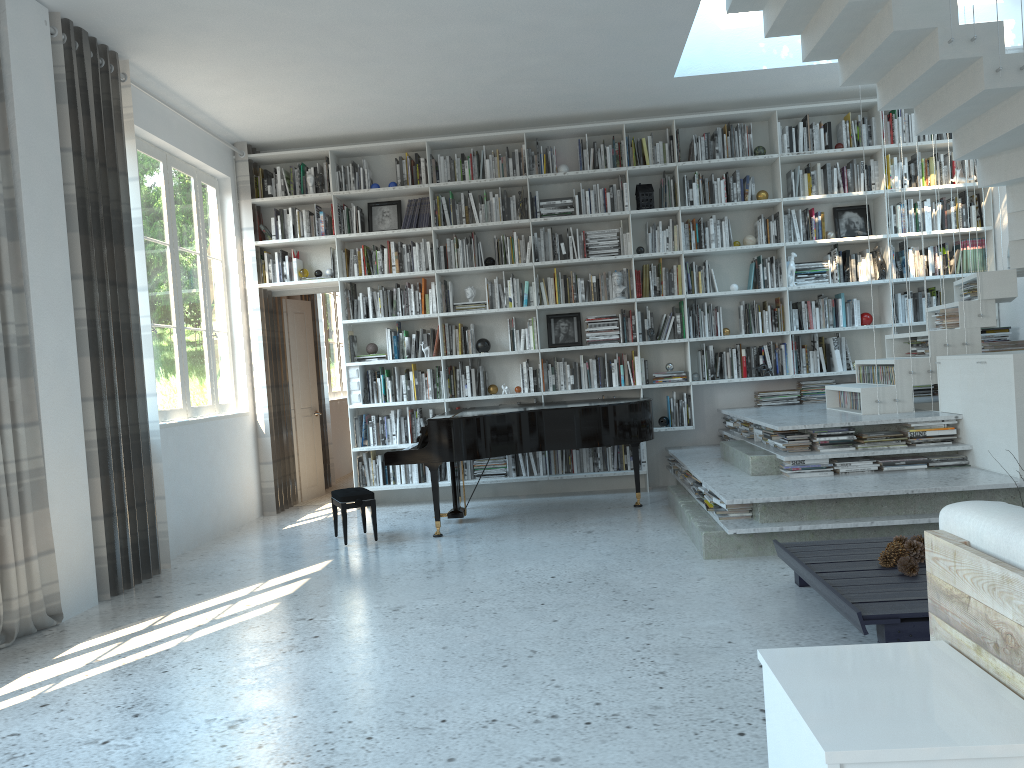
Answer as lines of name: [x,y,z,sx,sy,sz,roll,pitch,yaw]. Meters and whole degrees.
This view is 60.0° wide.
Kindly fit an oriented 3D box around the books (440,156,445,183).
books: [-0.593,-1.842,7.741,0.031,0.255,0.145,-4,1,4]

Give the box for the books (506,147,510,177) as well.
books: [-0.027,-1.897,7.699,0.013,0.285,0.159,-4,1,4]

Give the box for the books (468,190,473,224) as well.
books: [-0.363,-1.521,7.752,0.013,0.315,0.135,-4,2,4]

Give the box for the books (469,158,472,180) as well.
books: [-0.351,-1.840,7.719,0.011,0.216,0.160,-4,1,4]

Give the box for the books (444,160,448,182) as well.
books: [-0.565,-1.827,7.736,0.023,0.220,0.181,-4,1,4]

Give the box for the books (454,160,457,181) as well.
books: [-0.482,-1.826,7.730,0.015,0.207,0.166,-4,1,4]

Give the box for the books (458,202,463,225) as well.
books: [-0.439,-1.467,7.741,0.029,0.219,0.157,-4,1,4]

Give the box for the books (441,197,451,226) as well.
books: [-0.564,-1.486,7.757,0.067,0.274,0.168,-4,1,4]

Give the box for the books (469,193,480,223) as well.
books: [-0.320,-1.508,7.724,0.075,0.285,0.178,-4,1,4]

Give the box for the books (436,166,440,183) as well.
books: [-0.639,-1.803,7.755,0.024,0.183,0.133,-4,1,4]

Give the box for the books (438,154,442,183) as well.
books: [-0.619,-1.853,7.762,0.021,0.279,0.140,-4,1,4]

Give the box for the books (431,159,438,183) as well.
books: [-0.668,-1.828,7.741,0.029,0.237,0.156,-4,1,4]

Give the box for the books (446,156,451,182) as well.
books: [-0.543,-1.844,7.737,0.023,0.251,0.170,-4,1,4]

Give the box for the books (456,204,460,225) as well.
books: [-0.464,-1.457,7.750,0.024,0.201,0.153,-4,1,4]

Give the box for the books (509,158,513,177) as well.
books: [-0.003,-1.848,7.693,0.031,0.185,0.176,-4,1,4]

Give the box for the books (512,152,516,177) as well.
books: [0.024,-1.876,7.700,0.026,0.237,0.149,-4,1,4]

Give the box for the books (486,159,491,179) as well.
books: [-0.199,-1.837,7.712,0.031,0.190,0.181,-4,1,4]

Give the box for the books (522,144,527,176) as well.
books: [0.117,-1.909,7.684,0.026,0.288,0.176,-4,1,4]

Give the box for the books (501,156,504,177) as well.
books: [-0.075,-1.854,7.689,0.013,0.207,0.178,-4,1,4]

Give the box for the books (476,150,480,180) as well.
books: [-0.289,-1.874,7.714,0.013,0.276,0.164,-4,1,4]

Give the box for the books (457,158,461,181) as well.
books: [-0.451,-1.843,7.755,0.025,0.235,0.129,-4,1,4]

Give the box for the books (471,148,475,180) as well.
books: [-0.330,-1.883,7.719,0.010,0.299,0.151,-4,1,4]

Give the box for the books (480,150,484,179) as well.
books: [-0.258,-1.875,7.709,0.052,0.273,0.172,-4,1,4]

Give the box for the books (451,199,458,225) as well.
books: [-0.493,-1.475,7.737,0.031,0.242,0.181,-4,1,4]

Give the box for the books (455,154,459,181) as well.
books: [-0.471,-1.856,7.730,0.010,0.264,0.160,-4,1,4]

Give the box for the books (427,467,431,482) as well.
books: [-0.718,0.731,7.832,0.027,0.256,0.179,-4,1,4]

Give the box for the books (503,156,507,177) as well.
books: [-0.055,-1.852,7.685,0.026,0.200,0.187,-4,1,4]

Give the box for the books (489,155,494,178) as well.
books: [-0.172,-1.862,7.718,0.026,0.236,0.134,-4,1,4]

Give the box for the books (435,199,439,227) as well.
books: [-0.646,-1.471,7.743,0.023,0.256,0.174,-4,1,4]

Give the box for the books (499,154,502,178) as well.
books: [-0.092,-1.864,7.702,0.021,0.228,0.161,-4,1,4]

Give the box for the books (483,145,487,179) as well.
books: [-0.225,-1.898,7.720,0.014,0.315,0.166,-4,1,4]

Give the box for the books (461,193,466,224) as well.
books: [-0.416,-1.506,7.738,0.023,0.293,0.155,-4,1,4]

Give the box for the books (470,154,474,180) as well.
books: [-0.340,-1.858,7.718,0.013,0.251,0.183,-4,1,4]

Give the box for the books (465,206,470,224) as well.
books: [-0.383,-1.452,7.747,0.034,0.180,0.160,-4,1,4]

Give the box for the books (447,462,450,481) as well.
books: [-0.553,0.709,7.836,0.027,0.276,0.143,-4,1,4]

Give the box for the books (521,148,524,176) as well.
books: [0.098,-1.897,7.690,0.014,0.267,0.171,-4,1,4]

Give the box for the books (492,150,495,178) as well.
books: [-0.153,-1.880,7.717,0.014,0.269,0.156,-4,1,4]

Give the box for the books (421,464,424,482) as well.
books: [-0.785,0.708,7.852,0.013,0.310,0.130,-4,2,4]

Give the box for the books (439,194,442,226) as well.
books: [-0.615,-1.500,7.775,0.014,0.309,0.130,-4,2,4]

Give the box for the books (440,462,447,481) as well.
books: [-0.599,0.722,7.838,0.065,0.256,0.155,-4,1,4]

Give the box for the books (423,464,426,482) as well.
books: [-0.763,0.755,7.851,0.024,0.214,0.137,-4,1,4]

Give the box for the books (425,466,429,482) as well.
books: [-0.742,0.748,7.837,0.022,0.225,0.141,-4,1,4]

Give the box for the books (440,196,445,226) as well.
books: [-0.603,-1.490,7.752,0.010,0.287,0.148,-4,1,4]

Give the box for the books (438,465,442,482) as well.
books: [-0.641,0.702,7.817,0.012,0.304,0.165,-4,1,4]

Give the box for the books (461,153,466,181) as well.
books: [-0.415,-1.862,7.743,0.028,0.268,0.151,-4,1,4]

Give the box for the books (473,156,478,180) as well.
books: [-0.308,-1.853,7.731,0.029,0.235,0.130,-4,1,4]

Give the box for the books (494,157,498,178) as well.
books: [-0.129,-1.854,7.725,0.029,0.213,0.141,-4,1,4]

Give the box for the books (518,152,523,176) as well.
books: [0.079,-1.874,7.684,0.026,0.225,0.172,-4,1,4]

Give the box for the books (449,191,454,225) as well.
books: [-0.517,-1.509,7.736,0.012,0.315,0.171,-4,1,4]

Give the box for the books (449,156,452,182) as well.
books: [-0.525,-1.844,7.731,0.012,0.250,0.174,-4,1,4]

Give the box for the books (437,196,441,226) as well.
books: [-0.628,-1.486,7.756,0.013,0.283,0.158,-4,1,4]

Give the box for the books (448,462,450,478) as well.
books: [-0.533,0.730,7.792,0.017,0.233,0.212,-4,1,4]

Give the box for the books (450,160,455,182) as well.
books: [-0.504,-1.825,7.718,0.029,0.208,0.178,-4,1,4]

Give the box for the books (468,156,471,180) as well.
books: [-0.364,-1.848,7.727,0.013,0.234,0.154,-4,1,4]

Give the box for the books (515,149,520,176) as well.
books: [0.052,-1.890,7.706,0.029,0.261,0.151,-4,1,4]

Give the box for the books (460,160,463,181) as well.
books: [-0.433,-1.834,7.746,0.012,0.216,0.150,-4,1,4]

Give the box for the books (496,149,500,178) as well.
books: [-0.111,-1.882,7.696,0.014,0.266,0.192,-4,1,4]

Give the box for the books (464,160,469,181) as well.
books: [-0.384,-1.830,7.733,0.030,0.201,0.152,-4,1,4]

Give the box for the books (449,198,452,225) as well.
books: [-0.526,-1.481,7.747,0.011,0.260,0.157,-4,1,4]
